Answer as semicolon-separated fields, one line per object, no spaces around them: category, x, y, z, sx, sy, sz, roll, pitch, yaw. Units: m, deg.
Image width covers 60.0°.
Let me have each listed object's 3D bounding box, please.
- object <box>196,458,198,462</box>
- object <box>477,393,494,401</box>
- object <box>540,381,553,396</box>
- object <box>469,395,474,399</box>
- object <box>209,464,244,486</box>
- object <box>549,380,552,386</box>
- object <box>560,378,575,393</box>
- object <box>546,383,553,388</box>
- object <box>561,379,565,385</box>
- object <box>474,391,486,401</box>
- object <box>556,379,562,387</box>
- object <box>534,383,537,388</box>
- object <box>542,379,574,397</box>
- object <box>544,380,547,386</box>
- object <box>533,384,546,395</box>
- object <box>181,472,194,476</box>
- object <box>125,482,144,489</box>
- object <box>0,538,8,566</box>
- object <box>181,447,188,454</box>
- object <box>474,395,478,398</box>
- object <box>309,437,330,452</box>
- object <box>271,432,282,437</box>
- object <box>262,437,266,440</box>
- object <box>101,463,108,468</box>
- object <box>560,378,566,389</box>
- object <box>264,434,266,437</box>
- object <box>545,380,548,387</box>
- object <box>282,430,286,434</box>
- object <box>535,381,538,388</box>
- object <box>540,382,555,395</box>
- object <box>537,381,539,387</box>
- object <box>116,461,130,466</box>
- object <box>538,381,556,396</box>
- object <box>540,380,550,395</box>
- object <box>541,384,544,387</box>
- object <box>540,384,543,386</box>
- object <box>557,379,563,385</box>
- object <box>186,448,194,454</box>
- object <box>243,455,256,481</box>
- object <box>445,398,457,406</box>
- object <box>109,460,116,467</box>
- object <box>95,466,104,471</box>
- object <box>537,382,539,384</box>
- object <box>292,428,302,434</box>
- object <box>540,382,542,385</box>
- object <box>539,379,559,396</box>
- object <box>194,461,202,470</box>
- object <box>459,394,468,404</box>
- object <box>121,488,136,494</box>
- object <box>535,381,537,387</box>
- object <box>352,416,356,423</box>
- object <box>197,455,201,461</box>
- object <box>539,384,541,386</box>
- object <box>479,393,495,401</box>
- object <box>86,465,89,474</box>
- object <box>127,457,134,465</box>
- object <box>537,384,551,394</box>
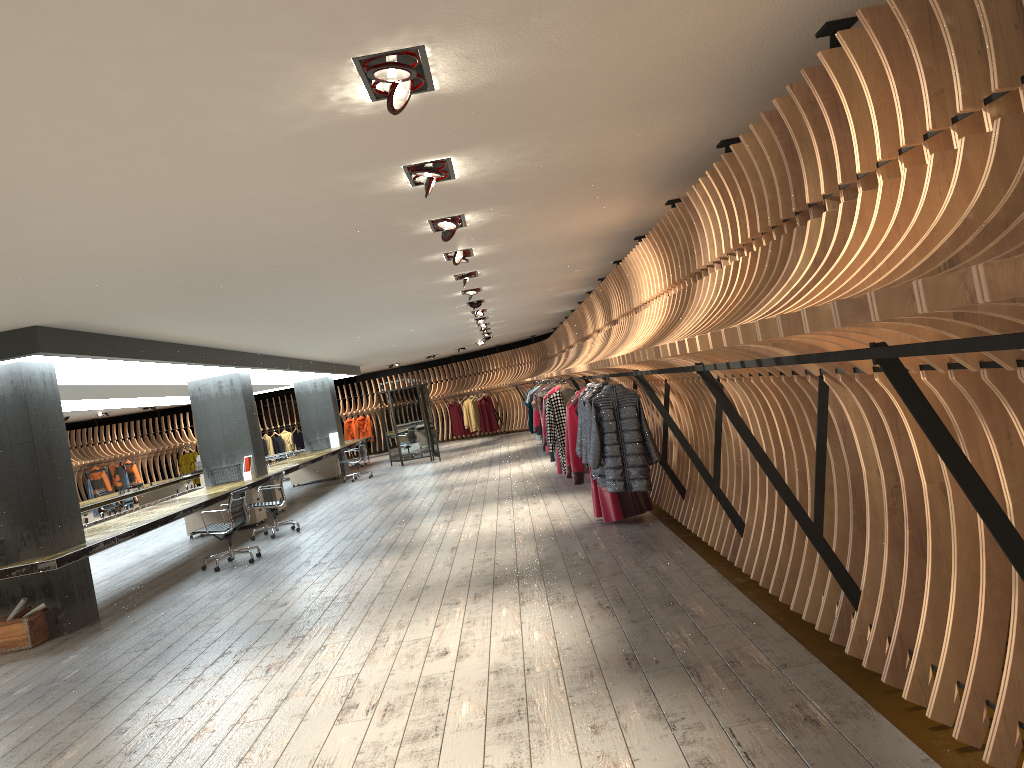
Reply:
object;-8.697;2.092;24.498;0.062;0.109;0.062;-10;-1;-35
object;-0.841;0.340;27.216;0.525;0.270;0.012;-11;-1;-1
object;0.700;0.046;15.160;0.550;0.243;0.023;-11;-1;-29
object;-1.253;0.413;27.676;0.525;0.270;0.012;-11;-1;-1
object;-4.715;1.508;14.648;0.459;0.290;0.329;-11;0;-3
object;0.699;0.042;15.425;0.550;0.243;0.023;-10;-1;-39
object;0.744;0.055;12.007;0.525;0.270;0.012;-11;-1;-11
object;0.686;0.066;16.562;0.524;0.286;0.015;-11;-1;-16
object;0.749;0.053;12.513;0.524;0.270;0.012;-11;-1;19
object;-0.947;0.360;27.336;0.526;0.270;0.012;-11;-1;-26
object;0.710;0.061;13.251;0.524;0.270;0.012;-11;-1;29
object;0.632;0.067;22.245;0.525;0.270;0.012;-11;-1;-11
object;0.739;0.046;14.525;0.547;0.262;0.023;-11;-1;1
object;0.681;0.059;17.669;0.525;0.270;0.012;-11;-1;-1
object;0.675;0.061;18.457;0.525;0.270;0.012;-11;-1;4
object;-7.844;2.193;21.433;0.302;0.074;0.216;-11;0;-6
object;-8.464;2.283;19.902;0.261;0.111;0.373;-11;0;-1
object;-4.806;1.552;7.928;0.498;0.239;0.303;-11;0;0
object;-10.284;2.104;27.820;0.524;0.270;0.012;-11;-1;29
object;-1.111;0.386;27.509;0.012;0.270;0.526;-11;-1;39
object;-4.779;1.514;22.050;0.459;0.290;0.329;-11;0;2
object;-7.823;1.642;29.280;0.524;0.270;0.012;-11;-1;24
object;-8.290;1.729;29.113;0.524;0.270;0.012;-11;-1;34
object;-11.799;2.374;25.635;0.023;0.243;0.549;-11;0;-4
object;0.724;0.058;12.187;0.525;0.270;0.012;-11;-1;-1
object;-8.111;1.697;29.194;0.524;0.270;0.012;-11;-1;44
object;0.705;0.055;17.424;0.525;0.270;0.012;-11;-1;9
object;-7.534;1.587;29.381;0.524;0.270;0.012;-11;-1;24
object;0.626;0.076;21.494;0.523;0.289;0.015;-11;-1;9
object;0.722;0.048;15.039;0.547;0.256;0.023;-11;-1;25
object;0.643;0.074;20.910;0.524;0.284;0.014;-11;-1;9
object;-11.547;2.326;26.171;0.550;0.243;0.023;-11;-1;-24
object;0.705;0.043;15.267;0.549;0.243;0.023;-11;-1;6
object;0.698;0.042;15.629;0.548;0.243;0.023;-11;-1;36
object;0.674;0.059;18.936;0.525;0.270;0.012;-11;-1;9
object;0.669;0.060;19.371;0.525;0.270;0.012;-11;-1;-1
object;0.742;0.055;13.573;0.524;0.270;0.012;-11;-1;19
object;-10.156;2.080;27.949;0.524;0.270;0.012;-11;-1;29
object;-4.376;1.392;14.710;0.129;0.383;0.239;-11;-1;-1
object;-1.907;0.539;28.250;0.525;0.270;0.012;-11;-1;-1
object;-11.676;2.365;25.904;0.524;0.270;0.012;-11;-1;19
object;-11.920;2.408;25.364;0.525;0.270;0.012;-11;-1;14
object;0.653;0.064;21.388;0.525;0.270;0.012;-11;-1;4
object;-7.172;1.517;29.466;0.012;0.270;0.525;-11;0;24
object;0.671;0.056;19.908;0.525;0.270;0.012;-11;-1;-1
object;0.707;0.042;14.716;0.549;0.243;0.023;-11;-1;1
object;-8.602;2.250;24.636;0.303;0.239;0.497;-11;0;0
object;-1.463;0.456;27.892;0.526;0.270;0.012;-10;-1;-36
object;-7.808;2.187;18.055;0.302;0.071;0.209;-11;0;-6
object;0.641;0.065;22.109;0.525;0.270;0.012;-11;-1;14
object;-5.278;1.166;29.597;0.012;0.270;0.525;-11;0;5
object;-8.597;2.067;24.585;0.262;0.204;0.088;-11;-1;-2
object;0.668;0.056;20.142;0.525;0.270;0.012;-11;-1;4
object;-0.785;0.330;27.134;0.526;0.270;0.012;-11;-1;-26
object;-12.012;2.414;25.068;0.023;0.243;0.548;-10;0;-19
object;-11.427;2.315;26.383;0.524;0.270;0.012;-11;-1;29
object;0.700;0.046;15.533;0.549;0.250;0.023;-11;-1;1
